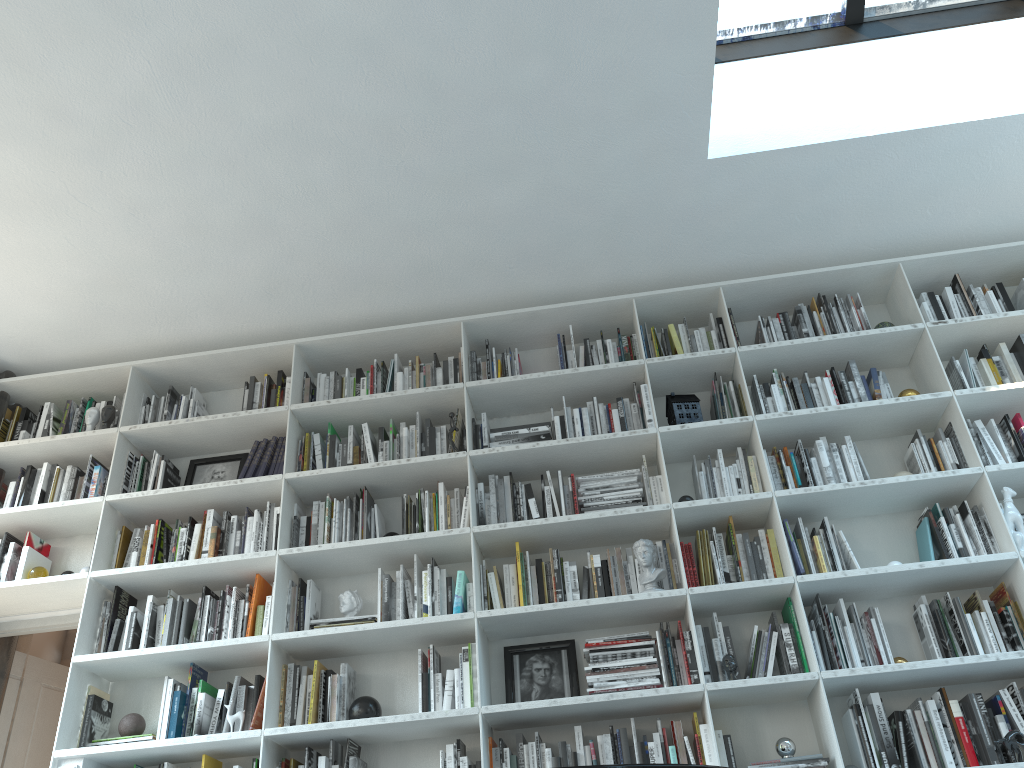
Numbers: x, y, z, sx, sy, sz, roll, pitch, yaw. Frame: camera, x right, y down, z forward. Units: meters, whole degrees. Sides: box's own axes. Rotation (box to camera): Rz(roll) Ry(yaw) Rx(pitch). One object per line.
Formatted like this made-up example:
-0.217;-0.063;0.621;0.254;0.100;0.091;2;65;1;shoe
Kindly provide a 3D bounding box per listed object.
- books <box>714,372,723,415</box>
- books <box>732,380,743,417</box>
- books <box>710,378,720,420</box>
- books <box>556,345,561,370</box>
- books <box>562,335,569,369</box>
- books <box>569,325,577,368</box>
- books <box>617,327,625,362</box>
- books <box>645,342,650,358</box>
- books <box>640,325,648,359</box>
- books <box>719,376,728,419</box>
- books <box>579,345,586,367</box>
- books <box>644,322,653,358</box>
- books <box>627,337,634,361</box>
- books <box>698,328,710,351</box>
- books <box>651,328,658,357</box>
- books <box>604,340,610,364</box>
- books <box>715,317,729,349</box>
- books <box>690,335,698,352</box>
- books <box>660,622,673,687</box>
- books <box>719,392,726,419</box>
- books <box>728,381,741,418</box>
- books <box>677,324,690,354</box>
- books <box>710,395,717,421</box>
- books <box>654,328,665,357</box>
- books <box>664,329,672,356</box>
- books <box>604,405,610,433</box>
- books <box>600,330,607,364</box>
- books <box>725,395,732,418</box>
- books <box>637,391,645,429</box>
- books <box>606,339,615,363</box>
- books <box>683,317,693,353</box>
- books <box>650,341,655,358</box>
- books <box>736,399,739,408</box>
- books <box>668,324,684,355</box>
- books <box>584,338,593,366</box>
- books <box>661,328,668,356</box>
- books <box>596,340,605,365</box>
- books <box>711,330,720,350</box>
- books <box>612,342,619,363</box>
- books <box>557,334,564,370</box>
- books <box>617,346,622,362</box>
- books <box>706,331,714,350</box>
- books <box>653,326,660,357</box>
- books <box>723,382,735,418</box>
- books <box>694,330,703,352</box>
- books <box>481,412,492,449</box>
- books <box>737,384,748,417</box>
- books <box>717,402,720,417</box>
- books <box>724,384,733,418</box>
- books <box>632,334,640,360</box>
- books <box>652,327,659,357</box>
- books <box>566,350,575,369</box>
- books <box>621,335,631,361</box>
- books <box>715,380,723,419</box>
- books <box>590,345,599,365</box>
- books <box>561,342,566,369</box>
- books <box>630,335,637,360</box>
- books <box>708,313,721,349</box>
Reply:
0.961;0.124;4.118;0.025;0.337;0.143;-7;-33;4;books
1.047;0.137;4.106;0.005;0.290;0.131;-7;-33;4;books
0.936;0.139;4.077;0.021;0.270;0.191;-7;-33;4;books
0.240;-0.047;4.346;0.012;0.244;0.152;-7;-33;4;books
0.272;-0.078;4.349;0.011;0.294;0.158;-7;-33;4;books
0.310;-0.104;4.347;0.010;0.329;0.187;-7;-33;4;books
0.542;-0.113;4.340;0.012;0.306;0.139;-7;-33;4;books
0.665;-0.082;4.308;0.016;0.203;0.144;-7;-33;4;books
0.648;-0.124;4.311;0.008;0.277;0.171;-7;-33;4;books
0.976;0.132;4.085;0.021;0.286;0.180;-7;-33;4;books
0.345;-0.055;4.316;0.050;0.209;0.174;-7;-33;4;books
0.671;-0.132;4.318;0.007;0.296;0.182;-7;-33;4;books
0.584;-0.091;4.321;0.014;0.243;0.146;-7;-33;4;books
0.928;-0.136;4.268;0.031;0.212;0.170;-7;-33;4;books
0.692;-0.121;4.285;0.007;0.238;0.192;-7;-33;4;books
0.468;-0.074;4.308;0.012;0.216;0.180;-7;-33;4;books
1.015;-0.165;4.270;0.029;0.251;0.187;-7;-33;4;books
0.879;-0.114;4.265;0.022;0.179;0.174;-7;-33;4;books
0.620;1.120;3.551;0.011;0.297;0.131;-7;-33;4;books
0.971;0.174;4.084;0.024;0.216;0.169;-7;-33;4;books
1.020;0.140;4.067;0.013;0.247;0.187;-7;-33;4;books
0.843;-0.138;4.310;0.030;0.273;0.152;-7;-33;4;books
0.934;0.182;4.089;0.019;0.212;0.156;-7;-33;4;books
0.727;-0.125;4.303;0.034;0.259;0.158;-7;-33;4;books
0.759;-0.123;4.285;0.015;0.232;0.172;-7;-33;4;books
0.449;0.238;4.133;0.011;0.237;0.140;-7;-33;4;books
0.454;-0.100;4.315;0.010;0.269;0.181;-7;-33;4;books
0.994;0.172;4.079;0.013;0.209;0.140;-7;-33;4;books
0.609;0.194;4.142;0.010;0.298;0.134;-7;-33;4;books
0.484;-0.079;4.289;0.023;0.201;0.194;-7;-33;4;books
0.859;-0.159;4.300;0.010;0.296;0.168;-7;-33;4;books
0.686;-0.086;4.294;0.015;0.191;0.161;-7;-33;4;books
1.042;0.182;4.091;0.015;0.199;0.130;-7;-33;4;books
0.799;-0.135;4.290;0.054;0.253;0.192;-7;-33;4;books
0.383;-0.074;4.344;0.028;0.268;0.141;-7;-33;4;books
0.749;-0.124;4.308;0.008;0.260;0.143;-7;-33;4;books
0.441;-0.076;4.319;0.023;0.235;0.155;-7;-33;4;books
0.981;-0.128;4.270;0.022;0.193;0.183;-7;-33;4;books
0.513;-0.071;4.332;0.026;0.232;0.137;-7;-33;4;books
0.249;-0.078;4.343;0.014;0.291;0.177;-7;-33;4;books
0.533;-0.065;4.318;0.014;0.203;0.135;-7;-33;4;books
0.958;-0.124;4.280;0.025;0.202;0.163;-7;-33;4;books
0.707;-0.125;4.317;0.007;0.277;0.151;-7;-33;4;books
1.011;0.147;4.114;0.013;0.287;0.132;-7;-33;4;books
0.901;-0.126;4.270;0.024;0.200;0.181;-7;-33;4;books
-0.112;0.289;4.150;0.021;0.247;0.192;-7;-33;4;books
1.052;0.150;4.055;0.008;0.212;0.225;-7;-33;4;books
0.949;0.191;4.090;0.022;0.198;0.144;-7;-33;4;books
1.000;0.147;4.082;0.005;0.253;0.159;-7;-33;4;books
0.615;-0.101;4.321;0.022;0.255;0.137;-7;-33;4;books
0.700;-0.122;4.303;0.006;0.258;0.167;-7;-33;4;books
0.297;-0.038;4.334;0.031;0.207;0.147;-7;-33;4;books
0.562;-0.094;4.314;0.028;0.242;0.162;-7;-33;4;books
0.954;0.145;4.087;0.022;0.270;0.182;-7;-33;4;books
0.413;-0.061;4.308;0.033;0.201;0.167;-7;-33;4;books
0.264;-0.060;4.349;0.011;0.265;0.130;-7;-33;4;books
0.597;-0.095;4.312;0.014;0.237;0.154;-7;-33;4;books
0.996;-0.177;4.320;0.012;0.328;0.129;-7;-33;4;books
